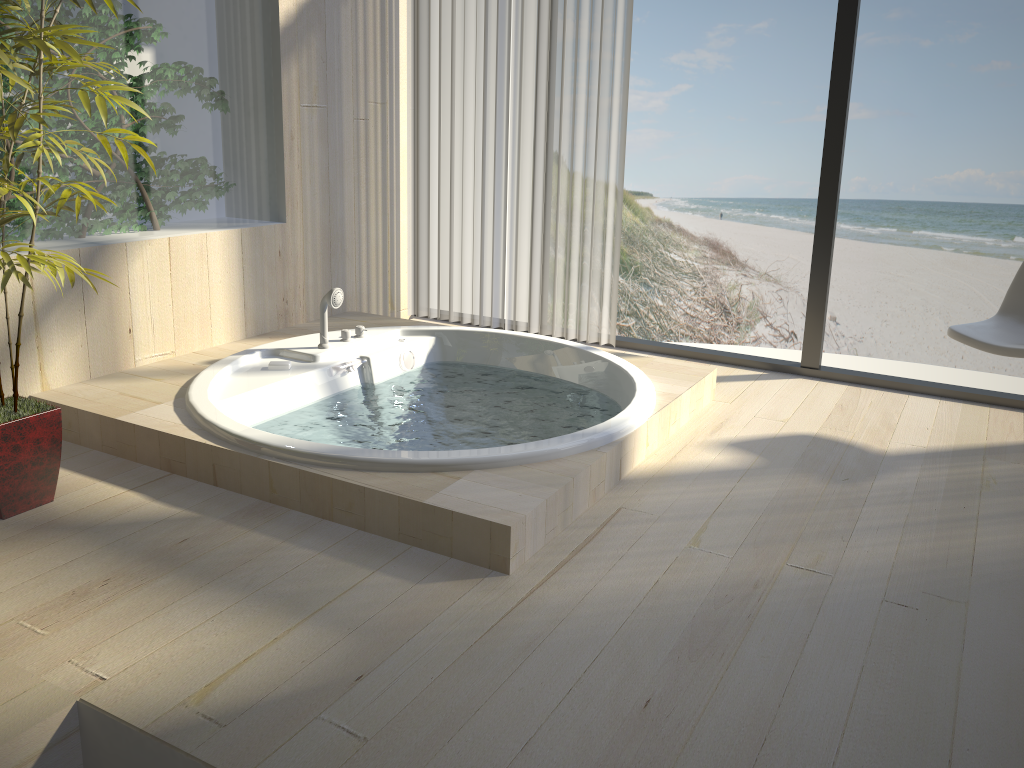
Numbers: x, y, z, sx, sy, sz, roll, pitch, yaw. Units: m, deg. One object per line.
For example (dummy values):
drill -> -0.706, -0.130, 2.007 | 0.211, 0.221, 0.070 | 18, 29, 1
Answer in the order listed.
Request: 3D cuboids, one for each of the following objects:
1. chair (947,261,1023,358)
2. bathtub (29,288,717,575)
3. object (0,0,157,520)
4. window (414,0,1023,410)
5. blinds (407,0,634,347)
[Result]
chair -> 1.757, -0.277, 2.960 | 0.456, 0.343, 0.373 | -8, 18, -31
bathtub -> -0.396, 0.055, 3.204 | 1.828, 0.689, 1.664 | 10, 18, 28
object -> -1.376, -0.523, 2.238 | 0.939, 1.733, 0.794 | -9, 17, -35
window -> 1.348, -1.280, 3.159 | 4.579, 2.775, 0.752 | 10, 16, 28
blinds -> 0.007, -1.263, 4.172 | 1.187, 2.042, 0.085 | 9, 16, 28
